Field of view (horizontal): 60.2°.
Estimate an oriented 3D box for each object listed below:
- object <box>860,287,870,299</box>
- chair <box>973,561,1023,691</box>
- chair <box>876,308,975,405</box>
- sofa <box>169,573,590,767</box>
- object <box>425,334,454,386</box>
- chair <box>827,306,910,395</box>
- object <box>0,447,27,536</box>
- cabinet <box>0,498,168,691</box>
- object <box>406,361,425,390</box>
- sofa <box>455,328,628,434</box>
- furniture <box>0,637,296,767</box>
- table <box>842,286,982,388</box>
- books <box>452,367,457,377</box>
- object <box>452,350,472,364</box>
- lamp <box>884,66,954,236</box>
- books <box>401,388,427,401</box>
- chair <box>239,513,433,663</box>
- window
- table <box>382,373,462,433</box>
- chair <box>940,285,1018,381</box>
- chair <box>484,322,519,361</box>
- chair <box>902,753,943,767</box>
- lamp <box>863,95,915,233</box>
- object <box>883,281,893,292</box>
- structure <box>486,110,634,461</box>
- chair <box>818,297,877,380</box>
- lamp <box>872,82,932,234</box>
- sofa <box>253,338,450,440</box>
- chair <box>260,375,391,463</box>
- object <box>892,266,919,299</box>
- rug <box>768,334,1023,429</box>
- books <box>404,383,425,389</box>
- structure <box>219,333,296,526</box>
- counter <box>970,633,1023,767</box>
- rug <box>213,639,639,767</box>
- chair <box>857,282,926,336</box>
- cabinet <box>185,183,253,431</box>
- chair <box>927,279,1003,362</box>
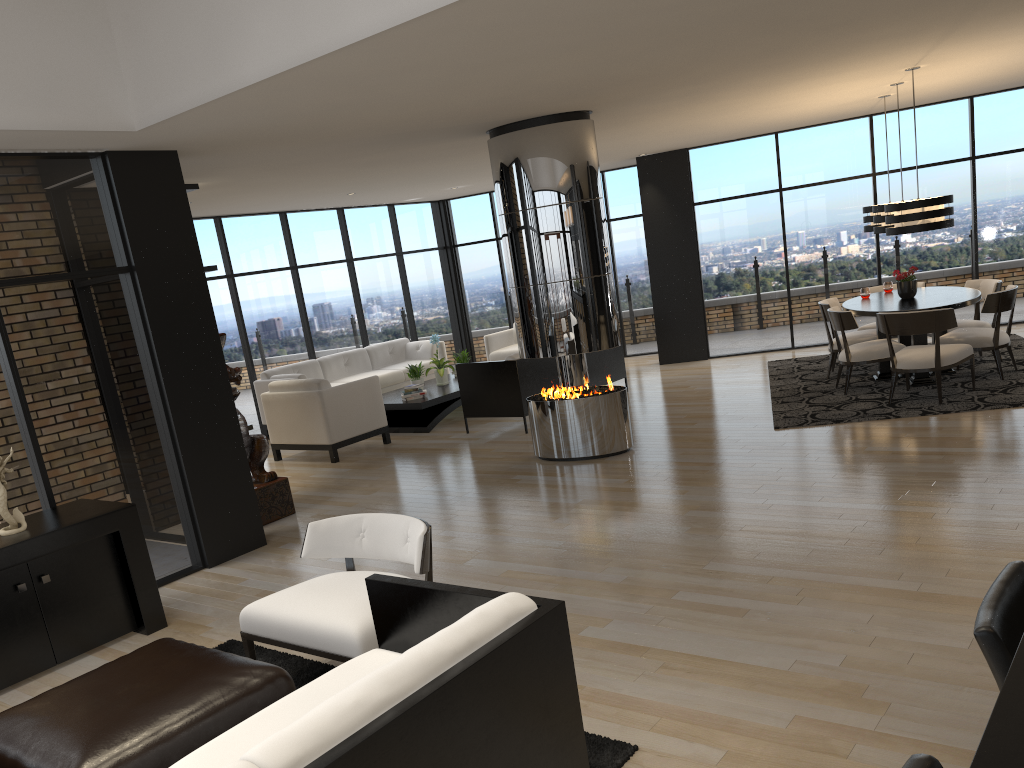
[{"bbox_3d":[3.652,-0.940,9.125,0.095,0.108,0.093,-3,12,27],"label":"object"},{"bbox_3d":[1.210,0.872,1.701,0.519,0.982,0.467,1,15,38],"label":"chair"},{"bbox_3d":[3.524,-0.256,7.553,0.641,0.821,0.606,2,16,44],"label":"chair"},{"bbox_3d":[-0.732,1.194,2.156,0.838,0.818,1.996,0,12,39],"label":"sofa"},{"bbox_3d":[-0.881,-0.302,10.784,0.351,0.643,0.367,-16,14,-31],"label":"object"},{"bbox_3d":[3.330,-0.337,8.325,0.617,0.821,0.629,-7,11,10],"label":"chair"},{"bbox_3d":[-2.655,0.558,4.589,0.105,0.468,0.252,2,16,39],"label":"object"},{"bbox_3d":[-3.180,1.343,4.019,0.621,0.754,2.986,0,12,39],"label":"cabinet"},{"bbox_3d":[-1.142,-0.085,10.515,0.284,0.377,0.210,-8,12,3],"label":"object"},{"bbox_3d":[0.373,-0.085,9.812,0.838,0.818,1.996,0,12,39],"label":"sofa"},{"bbox_3d":[-1.335,1.306,3.186,0.827,0.492,0.813,-1,12,38],"label":"furniture"},{"bbox_3d":[3.903,-0.456,8.650,1.212,0.783,2.064,-6,9,18],"label":"table"},{"bbox_3d":[-0.665,-0.184,11.540,0.224,0.128,0.302,-8,9,7],"label":"books"},{"bbox_3d":[-0.623,-0.257,11.141,0.285,0.377,0.210,-5,12,17],"label":"object"},{"bbox_3d":[3.423,-1.974,7.475,0.537,1.354,0.524,-5,13,16],"label":"lamp"},{"bbox_3d":[-1.115,0.103,10.048,0.306,0.129,0.220,-11,10,-12],"label":"books"},{"bbox_3d":[-0.698,0.999,3.940,0.805,0.688,0.672,-1,13,38],"label":"chair"},{"bbox_3d":[-0.766,-1.374,5.605,10.149,4.875,15.576,-5,10,26],"label":"window"},{"bbox_3d":[-0.856,0.195,10.844,1.264,0.358,1.996,-2,11,39],"label":"table"},{"bbox_3d":[4.283,-0.453,8.084,0.615,0.821,0.632,2,16,44],"label":"chair"},{"bbox_3d":[0.273,-0.449,12.260,1.001,0.872,0.839,-1,13,38],"label":"chair"},{"bbox_3d":[0.737,1.032,1.111,0.519,0.982,0.467,1,15,38],"label":"chair"},{"bbox_3d":[3.894,-2.289,9.143,0.537,1.354,0.524,-5,13,16],"label":"lamp"},{"bbox_3d":[3.993,-1.030,9.370,0.095,0.108,0.094,-12,11,-17],"label":"object"},{"bbox_3d":[0.418,-0.746,7.369,0.894,2.795,0.574,-2,14,26],"label":"structure"},{"bbox_3d":[3.523,-0.485,9.138,0.617,0.821,0.629,-3,13,26],"label":"chair"},{"bbox_3d":[3.658,-2.132,8.309,0.537,1.354,0.524,-5,13,16],"label":"lamp"},{"bbox_3d":[-2.013,-0.009,11.702,0.854,0.871,2.648,0,12,39],"label":"sofa"},{"bbox_3d":[-1.990,0.313,9.448,1.001,0.872,0.839,-1,13,38],"label":"chair"},{"bbox_3d":[3.809,-0.979,8.538,0.229,0.304,0.232,-5,12,19],"label":"object"},{"bbox_3d":[3.990,-0.096,8.791,2.724,0.011,3.648,-7,8,16],"label":"rug"},{"bbox_3d":[-1.110,0.026,10.030,0.185,0.027,0.151,-4,10,30],"label":"books"},{"bbox_3d":[-2.311,0.333,7.020,0.731,1.624,0.507,1,16,38],"label":"structure"},{"bbox_3d":[0.856,0.504,0.499,1.179,0.032,3.060,-2,10,39],"label":"counter"},{"bbox_3d":[-1.452,1.630,2.772,2.481,0.012,2.981,-2,11,40],"label":"rug"},{"bbox_3d":[4.158,-0.657,9.638,0.643,0.821,0.604,0,14,37],"label":"chair"},{"bbox_3d":[-3.824,-0.195,8.190,2.661,2.793,1.164,0,15,39],"label":"cabinet"},{"bbox_3d":[4.527,-0.596,8.814,0.616,0.821,0.630,-8,11,2],"label":"chair"}]
